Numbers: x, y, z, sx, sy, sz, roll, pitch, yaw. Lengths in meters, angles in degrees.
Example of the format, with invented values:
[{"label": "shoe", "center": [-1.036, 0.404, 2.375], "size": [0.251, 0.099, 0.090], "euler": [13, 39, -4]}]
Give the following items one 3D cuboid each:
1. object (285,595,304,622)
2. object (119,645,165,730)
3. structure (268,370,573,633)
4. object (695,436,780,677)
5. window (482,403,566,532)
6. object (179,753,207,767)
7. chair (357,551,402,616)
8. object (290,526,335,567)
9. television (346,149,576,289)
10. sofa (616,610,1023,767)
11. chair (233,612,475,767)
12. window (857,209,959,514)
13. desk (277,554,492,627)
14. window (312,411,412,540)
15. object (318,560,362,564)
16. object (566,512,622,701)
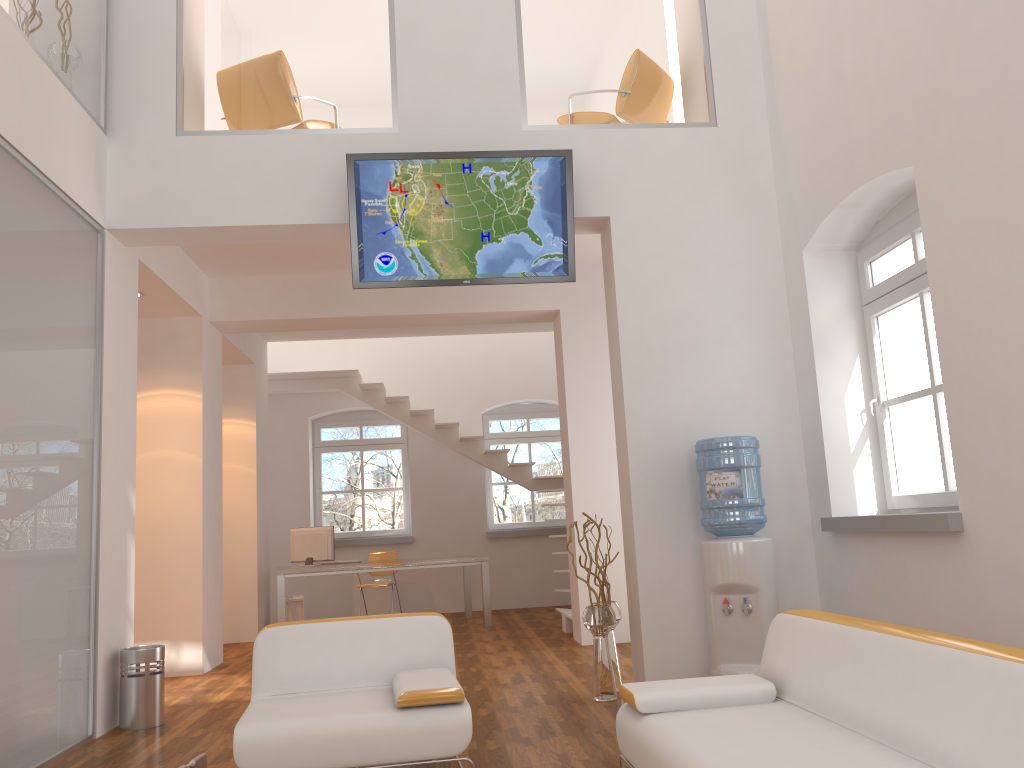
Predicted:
[{"label": "object", "center": [-2.414, 2.579, 9.841], "size": [0.200, 0.422, 0.474], "euler": [-1, -10, -15]}, {"label": "object", "center": [-2.212, 1.809, 5.307], "size": [0.248, 0.450, 0.248], "euler": [-10, -12, 38]}, {"label": "structure", "center": [-0.842, 1.187, 9.993], "size": [4.630, 3.042, 3.450], "euler": [-2, -9, -5]}, {"label": "object", "center": [1.319, 1.063, 5.174], "size": [0.436, 1.490, 0.436], "euler": [0, -10, -20]}, {"label": "window", "center": [0.252, 1.128, 12.200], "size": [1.308, 1.737, 0.142], "euler": [-2, -9, -5]}, {"label": "object", "center": [-1.239, 1.563, 3.399], "size": [0.189, 0.217, 0.281], "euler": [-4, -9, 4]}, {"label": "chair", "center": [-1.625, 2.469, 10.813], "size": [0.495, 0.829, 0.464], "euler": [-5, -9, 10]}, {"label": "object", "center": [-2.213, 1.772, 9.666], "size": [0.516, 0.418, 0.245], "euler": [-7, -10, 24]}, {"label": "television", "center": [-0.305, -1.022, 5.502], "size": [1.388, 0.803, 0.266], "euler": [-2, -9, -5]}, {"label": "sofa", "center": [0.910, 1.078, 2.535], "size": [0.825, 0.661, 2.010], "euler": [-2, -9, -7]}, {"label": "chair", "center": [-0.674, 1.374, 3.825], "size": [0.923, 0.661, 0.825], "euler": [-2, -9, -10]}, {"label": "window", "center": [2.233, -0.132, 4.732], "size": [0.142, 1.627, 1.302], "euler": [-2, -9, -5]}, {"label": "desk", "center": [-1.455, 2.356, 9.880], "size": [2.239, 0.750, 1.092], "euler": [-1, -10, -15]}, {"label": "window", "center": [-2.030, 1.224, 12.001], "size": [1.308, 1.737, 0.142], "euler": [-2, -9, -5]}, {"label": "object", "center": [-1.953, 2.020, 10.073], "size": [0.467, 0.031, 0.200], "euler": [-4, -9, 5]}, {"label": "object", "center": [0.561, 1.368, 5.611], "size": [0.284, 1.112, 0.655], "euler": [-6, -10, 16]}]
